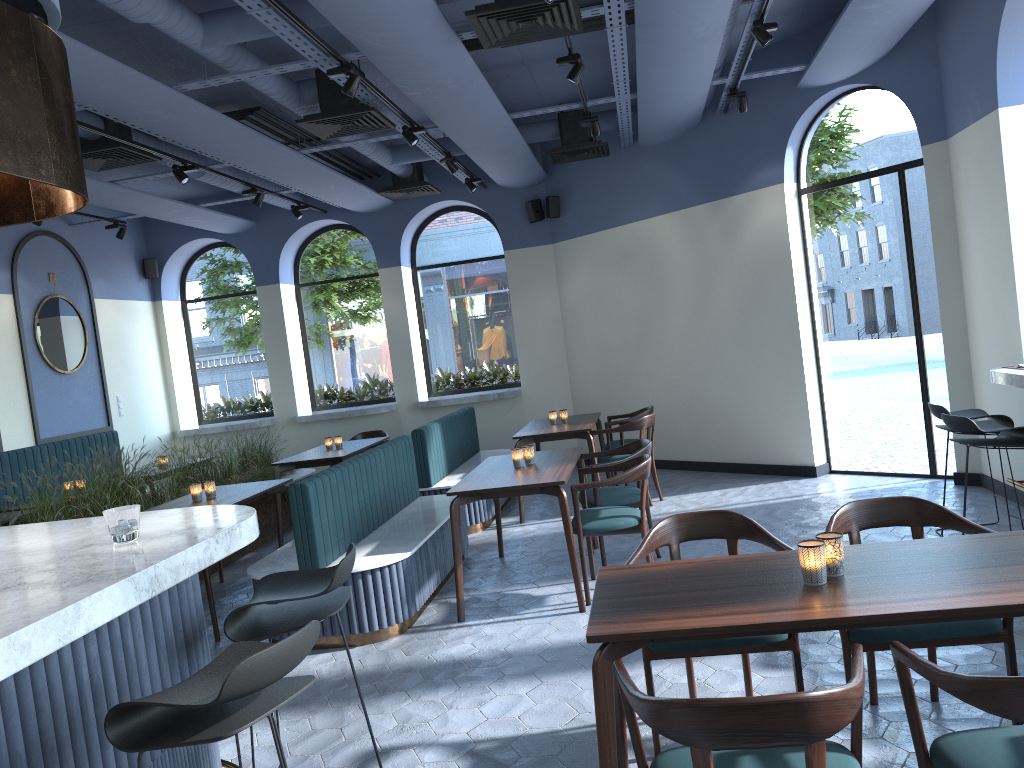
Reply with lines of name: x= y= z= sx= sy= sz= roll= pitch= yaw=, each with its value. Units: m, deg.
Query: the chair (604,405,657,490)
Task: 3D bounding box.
chair: x=1.158 y=0.634 z=8.609 sx=0.525 sy=0.793 sz=0.618 roll=-7 pitch=3 yaw=8

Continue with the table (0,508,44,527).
table: x=-3.912 y=1.406 z=6.321 sx=0.548 sy=0.755 sz=1.285 roll=-7 pitch=3 yaw=9

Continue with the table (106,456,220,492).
table: x=-3.502 y=1.228 z=9.063 sx=0.548 sy=0.755 sz=1.332 roll=-7 pitch=3 yaw=9

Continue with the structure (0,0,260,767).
structure: x=-2.757 y=-0.067 z=1.725 sx=3.220 sy=3.800 sz=3.653 roll=-7 pitch=3 yaw=9

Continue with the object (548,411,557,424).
object: x=0.390 y=0.319 z=8.405 sx=0.078 sy=0.120 sz=0.078 roll=-6 pitch=3 yaw=26

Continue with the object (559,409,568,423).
object: x=0.494 y=0.305 z=8.405 sx=0.078 sy=0.120 sz=0.078 roll=-6 pitch=3 yaw=26

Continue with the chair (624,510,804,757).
chair: x=0.768 y=0.926 z=3.362 sx=0.618 sy=0.793 sz=0.525 roll=-7 pitch=3 yaw=8

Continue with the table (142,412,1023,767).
table: x=-0.456 y=1.036 z=4.762 sx=3.997 sy=0.755 sz=9.778 roll=-8 pitch=3 yaw=-7

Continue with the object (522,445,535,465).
object: x=0.112 y=0.470 z=5.883 sx=0.078 sy=0.120 sz=0.078 roll=-8 pitch=3 yaw=-8

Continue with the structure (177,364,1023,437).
structure: x=0.850 y=0.189 z=6.738 sx=4.315 sy=0.080 sz=14.155 roll=-9 pitch=3 yaw=-30

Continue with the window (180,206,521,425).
window: x=0.873 y=-1.055 z=6.809 sx=3.897 sy=2.394 sz=14.212 roll=-9 pitch=3 yaw=-30

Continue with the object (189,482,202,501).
object: x=-2.197 y=0.752 z=6.173 sx=0.078 sy=0.120 sz=0.078 roll=-8 pitch=3 yaw=-8

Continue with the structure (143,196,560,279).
structure: x=-2.304 y=-1.479 z=5.097 sx=7.261 sy=0.268 sz=13.143 roll=-8 pitch=3 yaw=-8

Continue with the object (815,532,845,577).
object: x=0.955 y=0.511 z=2.655 sx=0.078 sy=0.120 sz=0.078 roll=-6 pitch=3 yaw=26

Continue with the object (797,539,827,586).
object: x=0.880 y=0.523 z=2.593 sx=0.078 sy=0.120 sz=0.078 roll=-6 pitch=3 yaw=26

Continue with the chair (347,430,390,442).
chair: x=-1.557 y=0.932 z=9.696 sx=0.618 sy=0.793 sz=0.525 roll=-7 pitch=3 yaw=8

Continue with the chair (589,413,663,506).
chair: x=1.057 y=0.678 z=7.932 sx=0.525 sy=0.793 sz=0.618 roll=-6 pitch=3 yaw=33

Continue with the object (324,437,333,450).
object: x=-1.800 y=0.585 z=8.719 sx=0.078 sy=0.120 sz=0.078 roll=-6 pitch=3 yaw=26

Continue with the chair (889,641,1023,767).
chair: x=1.248 y=0.929 z=1.957 sx=0.618 sy=0.793 sz=0.525 roll=-7 pitch=3 yaw=8

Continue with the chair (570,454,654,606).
chair: x=0.625 y=0.852 z=5.360 sx=0.525 sy=0.793 sz=0.618 roll=-7 pitch=3 yaw=8

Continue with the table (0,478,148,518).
table: x=-3.709 y=1.318 z=7.682 sx=0.548 sy=0.755 sz=1.332 roll=-7 pitch=3 yaw=9

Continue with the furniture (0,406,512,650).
furniture: x=-2.591 y=0.983 z=7.520 sx=4.703 sy=1.150 sz=4.800 roll=-7 pitch=3 yaw=9

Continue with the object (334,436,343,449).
object: x=-1.704 y=0.573 z=8.709 sx=0.078 sy=0.120 sz=0.078 roll=-6 pitch=3 yaw=26

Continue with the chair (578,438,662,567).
chair: x=0.733 y=0.805 z=6.074 sx=0.525 sy=0.793 sz=0.618 roll=-8 pitch=3 yaw=-5

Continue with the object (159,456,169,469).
object: x=-3.522 y=0.793 z=8.985 sx=0.078 sy=0.120 sz=0.078 roll=-8 pitch=3 yaw=-8

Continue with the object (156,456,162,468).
object: x=-3.584 y=0.797 z=9.061 sx=0.078 sy=0.120 sz=0.078 roll=-8 pitch=3 yaw=-8

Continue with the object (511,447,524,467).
object: x=0.037 y=0.482 z=5.822 sx=0.078 sy=0.120 sz=0.078 roll=-8 pitch=3 yaw=-8

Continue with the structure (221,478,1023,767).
structure: x=1.188 y=1.195 z=2.260 sx=6.894 sy=0.250 sz=5.649 roll=-8 pitch=3 yaw=-19

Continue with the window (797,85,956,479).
window: x=3.106 y=-0.853 z=7.605 sx=0.020 sy=3.335 sz=1.298 roll=-9 pitch=3 yaw=-36

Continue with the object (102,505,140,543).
object: x=-1.223 y=0.443 z=2.795 sx=0.111 sy=0.102 sz=0.111 roll=-8 pitch=3 yaw=-20

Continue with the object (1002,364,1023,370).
object: x=3.308 y=-0.123 z=5.508 sx=0.322 sy=0.027 sz=0.497 roll=-7 pitch=3 yaw=9

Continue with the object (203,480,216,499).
object: x=-2.122 y=0.740 z=6.235 sx=0.078 sy=0.120 sz=0.078 roll=-8 pitch=3 yaw=-8

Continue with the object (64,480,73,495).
object: x=-3.815 y=0.892 z=7.634 sx=0.078 sy=0.120 sz=0.078 roll=-8 pitch=3 yaw=-8

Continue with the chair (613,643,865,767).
chair: x=0.578 y=1.010 z=2.063 sx=0.618 sy=0.793 sz=0.525 roll=-7 pitch=3 yaw=8

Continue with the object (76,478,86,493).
object: x=-3.740 y=0.880 z=7.696 sx=0.078 sy=0.120 sz=0.078 roll=-8 pitch=3 yaw=-8

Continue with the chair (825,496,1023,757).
chair: x=1.429 y=0.849 z=3.196 sx=0.618 sy=0.793 sz=0.525 roll=-7 pitch=3 yaw=8

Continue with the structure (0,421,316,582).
structure: x=-2.928 y=0.995 z=7.572 sx=1.143 sy=1.207 sz=4.878 roll=-7 pitch=3 yaw=10

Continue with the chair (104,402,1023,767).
chair: x=0.915 y=0.850 z=2.853 sx=3.651 sy=0.949 sz=6.322 roll=-7 pitch=3 yaw=8

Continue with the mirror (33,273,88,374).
mirror: x=-5.109 y=-0.537 z=7.799 sx=0.026 sy=1.089 sz=4.357 roll=-7 pitch=3 yaw=9
